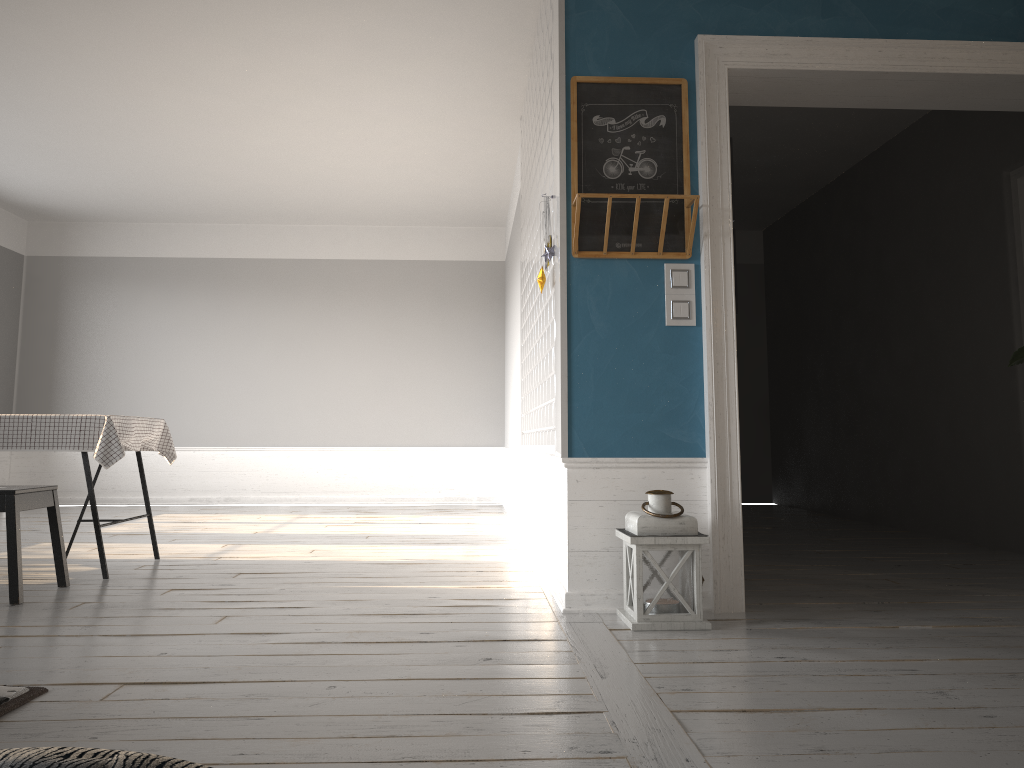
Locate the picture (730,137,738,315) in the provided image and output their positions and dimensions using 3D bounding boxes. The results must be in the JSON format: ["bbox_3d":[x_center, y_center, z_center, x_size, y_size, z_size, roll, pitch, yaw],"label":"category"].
[{"bbox_3d":[1.874,-0.647,3.901,1.945,0.759,0.356,0,-7,-3],"label":"picture"}]

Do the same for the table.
[{"bbox_3d":[-2.911,0.563,4.605,2.025,0.791,0.925,0,-5,-3],"label":"table"}]

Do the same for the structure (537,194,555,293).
[{"bbox_3d":[0.149,-0.617,3.897,0.078,0.451,0.133,2,-7,-15],"label":"structure"}]

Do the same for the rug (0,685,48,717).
[{"bbox_3d":[-2.058,0.721,1.070,1.769,0.034,2.509,0,-4,-3],"label":"rug"}]

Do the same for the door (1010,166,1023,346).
[{"bbox_3d":[3.178,-0.184,4.784,0.178,2.326,1.029,0,-7,-3],"label":"door"}]

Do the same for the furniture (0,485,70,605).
[{"bbox_3d":[-2.842,0.678,3.804,1.669,0.459,0.462,0,-6,-3],"label":"furniture"}]

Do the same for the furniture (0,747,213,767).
[{"bbox_3d":[-0.490,0.525,0.587,0.735,0.359,0.730,1,-5,-16],"label":"furniture"}]

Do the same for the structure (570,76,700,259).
[{"bbox_3d":[0.497,-0.908,3.600,0.495,0.782,0.183,0,-7,-3],"label":"structure"}]

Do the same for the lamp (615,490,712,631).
[{"bbox_3d":[0.553,0.636,3.281,0.287,0.481,0.284,1,-7,-4],"label":"lamp"}]

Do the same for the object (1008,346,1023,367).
[{"bbox_3d":[2.610,-0.126,1.673,1.011,1.808,3.869,0,-4,-3],"label":"object"}]
